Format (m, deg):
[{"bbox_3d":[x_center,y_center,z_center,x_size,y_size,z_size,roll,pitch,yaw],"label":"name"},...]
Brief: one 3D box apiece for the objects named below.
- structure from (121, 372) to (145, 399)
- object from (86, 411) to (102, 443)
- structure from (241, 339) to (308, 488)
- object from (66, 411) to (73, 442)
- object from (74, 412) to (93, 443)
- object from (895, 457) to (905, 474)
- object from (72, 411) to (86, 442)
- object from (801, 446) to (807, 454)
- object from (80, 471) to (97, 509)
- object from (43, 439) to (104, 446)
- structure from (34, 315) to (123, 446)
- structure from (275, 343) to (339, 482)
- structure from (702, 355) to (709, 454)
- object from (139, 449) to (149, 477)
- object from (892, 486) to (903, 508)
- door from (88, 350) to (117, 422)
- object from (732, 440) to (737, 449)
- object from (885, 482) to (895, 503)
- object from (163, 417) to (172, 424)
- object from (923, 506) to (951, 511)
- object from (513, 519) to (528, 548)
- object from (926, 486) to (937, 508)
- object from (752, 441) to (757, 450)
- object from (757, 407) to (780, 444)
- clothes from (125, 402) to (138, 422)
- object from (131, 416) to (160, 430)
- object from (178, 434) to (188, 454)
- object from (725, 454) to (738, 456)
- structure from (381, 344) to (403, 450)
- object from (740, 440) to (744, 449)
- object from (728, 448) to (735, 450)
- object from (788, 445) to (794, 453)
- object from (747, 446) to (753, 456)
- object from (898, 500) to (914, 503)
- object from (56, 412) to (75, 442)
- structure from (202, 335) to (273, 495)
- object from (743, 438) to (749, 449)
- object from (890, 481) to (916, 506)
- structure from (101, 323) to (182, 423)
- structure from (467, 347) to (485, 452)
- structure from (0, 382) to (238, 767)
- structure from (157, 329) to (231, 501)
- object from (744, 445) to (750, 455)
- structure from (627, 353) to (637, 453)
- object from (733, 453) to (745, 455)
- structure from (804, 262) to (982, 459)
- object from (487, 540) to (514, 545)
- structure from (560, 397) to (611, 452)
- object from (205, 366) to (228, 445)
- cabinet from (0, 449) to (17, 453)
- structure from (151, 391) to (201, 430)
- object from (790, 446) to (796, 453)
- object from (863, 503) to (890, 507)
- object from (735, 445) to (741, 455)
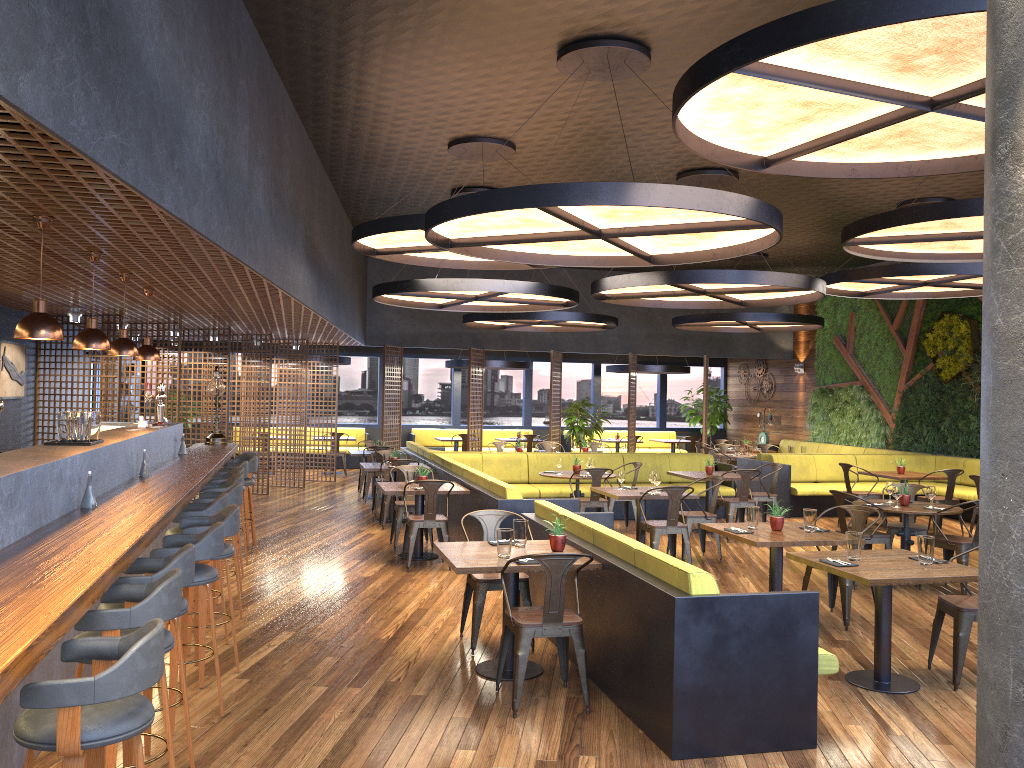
[{"bbox_3d":[-7.745,0.059,18.142,0.293,0.563,1.220,1,-1,-14],"label":"structure"},{"bbox_3d":[-2.797,0.286,5.916,0.105,0.209,0.105,1,-1,21],"label":"object"},{"bbox_3d":[-4.377,0.528,16.294,1.319,2.700,0.050,1,-1,16],"label":"structure"},{"bbox_3d":[-2.907,0.283,5.882,0.105,0.209,0.105,1,-1,21],"label":"object"},{"bbox_3d":[-2.742,0.284,5.674,0.105,0.209,0.105,1,-1,21],"label":"object"},{"bbox_3d":[5.516,1.142,12.595,0.260,0.271,0.238,1,-1,25],"label":"object"},{"bbox_3d":[-2.818,0.284,5.779,0.105,0.209,0.105,1,-1,21],"label":"object"},{"bbox_3d":[5.323,1.224,16.186,0.102,0.178,0.102,2,-1,-28],"label":"object"},{"bbox_3d":[-2.358,0.587,4.934,0.114,0.203,0.069,1,-1,37],"label":"object"},{"bbox_3d":[-2.847,0.378,5.776,0.273,0.019,0.437,1,-1,-14],"label":"object"},{"bbox_3d":[-5.724,0.447,11.672,1.319,2.700,0.050,1,-1,16],"label":"structure"},{"bbox_3d":[-4.040,0.548,17.449,1.319,2.700,0.050,1,-1,16],"label":"structure"},{"bbox_3d":[4.208,0.740,19.311,0.050,2.700,0.852,1,-1,16],"label":"structure"},{"bbox_3d":[-2.795,0.598,6.737,0.069,0.203,0.114,1,-1,-25],"label":"object"},{"bbox_3d":[3.743,1.095,8.619,0.097,0.206,0.097,2,-1,-42],"label":"object"},{"bbox_3d":[-7.317,0.609,15.827,0.052,2.386,2.441,1,-1,-14],"label":"door"},{"bbox_3d":[4.503,1.227,17.925,0.102,0.178,0.102,2,-1,-28],"label":"object"},{"bbox_3d":[3.856,1.102,9.043,0.097,0.206,0.097,1,-1,-7],"label":"object"},{"bbox_3d":[-3.559,0.365,9.083,0.091,0.091,0.177,2,-1,-39],"label":"object"},{"bbox_3d":[4.057,1.194,8.506,0.157,0.019,0.255,2,-1,-36],"label":"object"},{"bbox_3d":[0.057,0.999,5.918,0.102,0.178,0.102,2,-1,-28],"label":"object"},{"bbox_3d":[4.100,1.103,8.676,0.097,0.206,0.097,1,-1,28],"label":"object"},{"bbox_3d":[4.877,1.234,17.833,0.102,0.178,0.102,1,-1,22],"label":"object"},{"bbox_3d":[5.895,1.332,20.487,0.459,1.615,0.848,1,-1,-14],"label":"object"},{"bbox_3d":[-7.733,1.080,18.119,0.401,1.494,0.423,1,-1,-18],"label":"clothes"},{"bbox_3d":[-3.317,0.350,8.011,0.200,0.106,0.766,1,-1,-14],"label":"object"},{"bbox_3d":[-3.373,0.613,9.074,0.114,0.203,0.069,1,-1,21],"label":"object"},{"bbox_3d":[3.928,1.272,15.899,0.157,0.019,0.255,1,-1,-14],"label":"object"},{"bbox_3d":[-2.395,0.585,17.696,0.050,2.700,0.852,1,-1,16],"label":"structure"},{"bbox_3d":[4.682,1.232,18.049,0.102,0.178,0.102,1,-1,22],"label":"object"},{"bbox_3d":[4.359,1.303,17.837,0.157,0.019,0.255,1,-1,-14],"label":"object"},{"bbox_3d":[5.163,1.224,16.409,0.102,0.178,0.102,2,-1,-28],"label":"object"},{"bbox_3d":[4.249,1.198,15.835,0.102,0.178,0.102,1,-1,22],"label":"object"},{"bbox_3d":[4.024,1.200,9.078,0.157,0.019,0.255,1,-1,29],"label":"object"},{"bbox_3d":[-2.850,0.282,5.660,0.105,0.209,0.105,1,-1,21],"label":"object"},{"bbox_3d":[-4.714,0.507,15.138,1.319,2.700,0.050,1,-1,16],"label":"structure"},{"bbox_3d":[4.701,1.184,17.854,0.238,0.271,0.260,1,-1,8],"label":"object"},{"bbox_3d":[3.876,1.064,8.774,0.260,0.271,0.238,1,-1,25],"label":"object"},{"bbox_3d":[-5.387,0.467,12.827,1.319,2.700,0.050,1,-1,16],"label":"structure"},{"bbox_3d":[-0.744,0.623,18.100,0.050,2.700,0.852,1,-1,16],"label":"structure"},{"bbox_3d":[-3.617,0.430,6.284,2.700,2.700,9.298,1,-1,-14],"label":"structure"},{"bbox_3d":[-5.050,0.487,13.983,1.319,2.700,0.050,1,-1,16],"label":"structure"},{"bbox_3d":[4.295,1.203,16.196,0.102,0.178,0.102,2,-1,-28],"label":"object"},{"bbox_3d":[2.557,0.701,18.907,0.050,2.700,0.852,1,-1,16],"label":"structure"},{"bbox_3d":[4.179,1.282,16.294,0.157,0.019,0.255,1,-1,-14],"label":"object"},{"bbox_3d":[7.598,-0.185,15.006,0.918,4.593,9.182,1,-1,-15],"label":"structure"},{"bbox_3d":[-0.032,1.078,6.059,0.255,0.019,0.157,1,-1,-14],"label":"object"},{"bbox_3d":[1.397,1.136,17.951,1.166,1.763,0.993,2,-1,-43],"label":"structure"},{"bbox_3d":[-3.558,0.257,10.704,0.263,0.944,0.566,1,-1,-21],"label":"object"},{"bbox_3d":[-5.759,1.278,10.291,0.473,1.007,0.553,1,-1,-14],"label":"cabinet"},{"bbox_3d":[-7.462,0.969,19.494,1.166,1.763,0.993,2,-1,-43],"label":"structure"},{"bbox_3d":[5.074,1.218,16.037,0.102,0.178,0.102,1,-1,22],"label":"object"},{"bbox_3d":[3.596,1.187,8.714,0.255,0.019,0.157,1,-1,-15],"label":"object"},{"bbox_3d":[4.072,1.196,15.987,0.102,0.178,0.102,2,-1,-28],"label":"object"}]
